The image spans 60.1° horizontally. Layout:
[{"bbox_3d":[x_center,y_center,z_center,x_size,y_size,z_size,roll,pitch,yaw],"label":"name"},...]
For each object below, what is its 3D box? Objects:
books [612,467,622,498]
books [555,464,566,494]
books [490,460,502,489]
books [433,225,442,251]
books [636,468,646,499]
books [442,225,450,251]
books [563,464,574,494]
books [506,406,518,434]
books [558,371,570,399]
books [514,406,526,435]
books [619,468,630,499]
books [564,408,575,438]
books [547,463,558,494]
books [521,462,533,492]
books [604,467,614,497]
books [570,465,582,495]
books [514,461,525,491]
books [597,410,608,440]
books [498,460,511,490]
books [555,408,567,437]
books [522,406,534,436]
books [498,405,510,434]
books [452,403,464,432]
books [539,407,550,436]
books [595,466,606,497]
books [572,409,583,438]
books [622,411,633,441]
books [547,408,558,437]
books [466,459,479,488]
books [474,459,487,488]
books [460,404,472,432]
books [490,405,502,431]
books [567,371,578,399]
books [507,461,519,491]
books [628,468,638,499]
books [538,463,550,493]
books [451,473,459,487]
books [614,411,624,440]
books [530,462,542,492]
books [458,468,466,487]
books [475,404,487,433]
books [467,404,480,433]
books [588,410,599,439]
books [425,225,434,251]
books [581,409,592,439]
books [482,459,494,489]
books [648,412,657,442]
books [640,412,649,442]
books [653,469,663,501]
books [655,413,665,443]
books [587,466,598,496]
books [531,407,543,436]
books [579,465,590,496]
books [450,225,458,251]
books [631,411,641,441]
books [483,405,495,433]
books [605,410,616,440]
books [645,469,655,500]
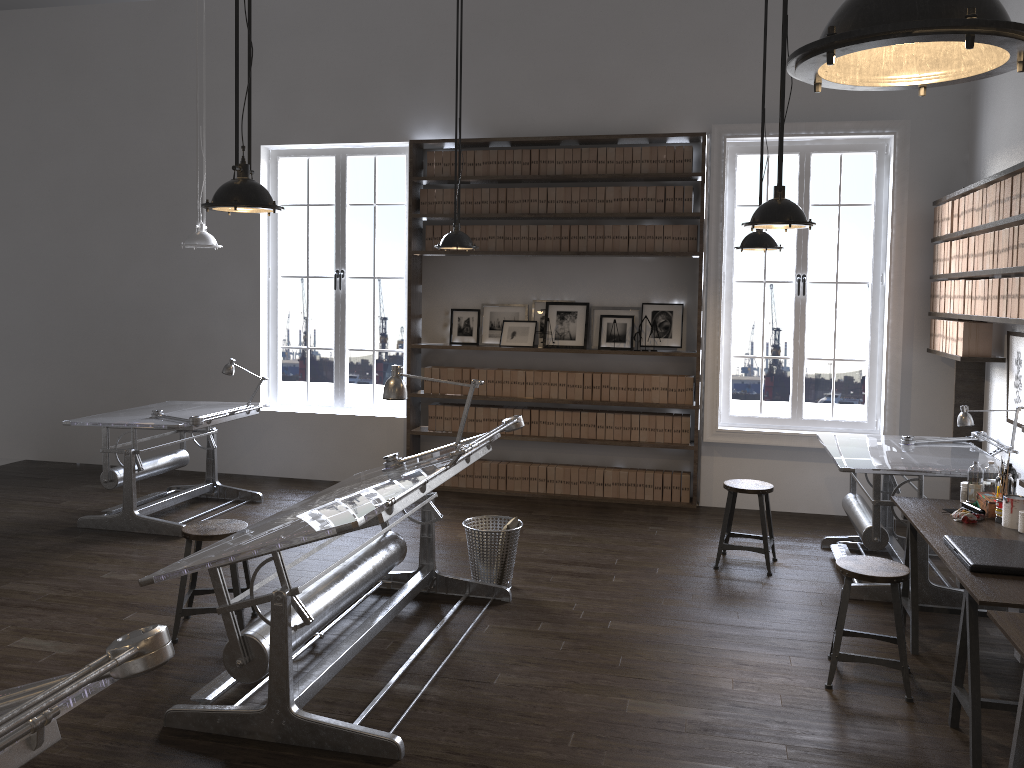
[{"bbox_3d":[0.879,0.826,7.435,0.067,0.225,0.175,2,4,13],"label":"books"},{"bbox_3d":[0.417,0.808,7.543,0.067,0.225,0.175,2,4,13],"label":"books"},{"bbox_3d":[-0.137,0.785,7.676,0.067,0.225,0.175,2,4,13],"label":"books"},{"bbox_3d":[-0.623,-1.259,7.690,0.067,0.225,0.175,2,4,13],"label":"books"},{"bbox_3d":[1.079,0.834,7.390,0.067,0.225,0.175,2,4,13],"label":"books"},{"bbox_3d":[-0.549,-1.256,7.678,0.067,0.225,0.175,2,4,13],"label":"books"},{"bbox_3d":[0.478,0.810,7.530,0.067,0.225,0.175,2,4,13],"label":"books"},{"bbox_3d":[0.000,0.311,7.621,0.067,0.225,0.175,2,4,13],"label":"books"},{"bbox_3d":[0.442,0.008,7.495,0.067,0.225,0.175,2,4,13],"label":"books"},{"bbox_3d":[0.068,0.314,7.601,0.067,0.225,0.175,2,4,13],"label":"books"},{"bbox_3d":[0.943,0.829,7.416,0.067,0.225,0.175,2,4,13],"label":"books"},{"bbox_3d":[0.486,0.330,7.508,0.067,0.225,0.175,2,4,13],"label":"books"},{"bbox_3d":[0.346,0.805,7.557,0.067,0.225,0.175,2,4,13],"label":"books"},{"bbox_3d":[0.132,0.797,7.606,0.067,0.225,0.175,2,4,13],"label":"books"},{"bbox_3d":[0.818,0.824,7.448,0.067,0.225,0.175,2,4,13],"label":"books"},{"bbox_3d":[0.542,0.813,7.510,0.067,0.225,0.175,2,4,13],"label":"books"},{"bbox_3d":[0.072,0.794,7.625,0.067,0.225,0.175,2,4,13],"label":"books"},{"bbox_3d":[0.757,0.341,7.436,0.067,0.225,0.175,2,4,13],"label":"books"},{"bbox_3d":[-0.065,0.789,7.654,0.067,0.225,0.175,2,4,13],"label":"books"},{"bbox_3d":[0.417,0.328,7.520,0.067,0.225,0.175,2,4,13],"label":"books"},{"bbox_3d":[0.138,0.316,7.589,0.067,0.225,0.175,2,4,13],"label":"books"},{"bbox_3d":[-0.069,0.308,7.637,0.067,0.225,0.175,2,4,13],"label":"books"},{"bbox_3d":[-0.467,0.292,7.732,0.067,0.225,0.175,2,4,13],"label":"books"},{"bbox_3d":[0.283,0.322,7.555,0.067,0.225,0.175,2,4,13],"label":"books"},{"bbox_3d":[0.747,0.821,7.463,0.067,0.225,0.175,2,4,13],"label":"books"},{"bbox_3d":[0.553,0.333,7.490,0.067,0.225,0.175,2,4,13],"label":"books"},{"bbox_3d":[0.964,0.349,7.393,0.067,0.225,0.175,2,4,13],"label":"books"},{"bbox_3d":[0.346,0.325,7.533,0.067,0.225,0.175,2,4,13],"label":"books"},{"bbox_3d":[-0.344,0.777,7.724,0.067,0.225,0.175,2,4,13],"label":"books"},{"bbox_3d":[-0.275,0.780,7.708,0.067,0.225,0.175,2,4,13],"label":"books"},{"bbox_3d":[-0.400,0.295,7.714,0.067,0.225,0.175,2,4,13],"label":"books"},{"bbox_3d":[-0.136,0.306,7.647,0.067,0.225,0.175,2,4,13],"label":"books"},{"bbox_3d":[0.512,0.011,7.479,0.067,0.225,0.175,2,4,13],"label":"books"},{"bbox_3d":[0.008,0.791,7.642,0.067,0.225,0.175,2,4,13],"label":"books"},{"bbox_3d":[1.010,0.831,7.406,0.067,0.225,0.175,2,4,13],"label":"books"},{"bbox_3d":[0.274,0.802,7.576,0.067,0.225,0.175,2,4,13],"label":"books"},{"bbox_3d":[-0.475,0.772,7.754,0.067,0.225,0.175,2,4,13],"label":"books"},{"bbox_3d":[0.897,0.346,7.411,0.067,0.225,0.175,2,4,13],"label":"books"},{"bbox_3d":[0.202,0.800,7.589,0.067,0.225,0.175,2,4,13],"label":"books"},{"bbox_3d":[-0.411,0.775,7.734,0.067,0.225,0.175,2,4,13],"label":"books"},{"bbox_3d":[-0.261,0.301,7.679,0.067,0.225,0.175,2,4,13],"label":"books"},{"bbox_3d":[-0.332,0.298,7.694,0.067,0.225,0.175,2,4,13],"label":"books"},{"bbox_3d":[0.686,0.339,7.453,0.067,0.225,0.175,2,4,13],"label":"books"},{"bbox_3d":[-0.694,-1.262,7.712,0.067,0.225,0.175,2,4,13],"label":"books"},{"bbox_3d":[0.626,0.336,7.472,0.067,0.225,0.175,2,4,13],"label":"books"},{"bbox_3d":[-0.207,0.783,7.688,0.067,0.225,0.175,2,4,13],"label":"books"},{"bbox_3d":[1.164,0.357,7.346,0.067,0.225,0.175,2,4,13],"label":"books"},{"bbox_3d":[1.103,0.355,7.358,0.067,0.225,0.175,2,4,13],"label":"books"},{"bbox_3d":[1.217,0.839,7.358,0.067,0.225,0.175,2,4,13],"label":"books"},{"bbox_3d":[1.228,0.360,7.326,0.067,0.225,0.175,2,4,13],"label":"books"},{"bbox_3d":[0.679,0.818,7.483,0.067,0.225,0.175,2,4,13],"label":"books"},{"bbox_3d":[0.210,0.319,7.566,0.067,0.225,0.175,2,4,13],"label":"books"},{"bbox_3d":[0.612,0.815,7.501,0.067,0.225,0.175,2,4,13],"label":"books"},{"bbox_3d":[-0.481,-1.253,7.657,0.067,0.225,0.175,2,4,13],"label":"books"},{"bbox_3d":[1.032,0.352,7.373,0.067,0.225,0.175,2,4,13],"label":"books"},{"bbox_3d":[-0.200,0.303,7.667,0.067,0.225,0.175,2,4,13],"label":"books"},{"bbox_3d":[0.828,0.344,7.423,0.067,0.225,0.175,2,4,13],"label":"books"},{"bbox_3d":[1.147,0.837,7.369,0.067,0.225,0.175,2,4,13],"label":"books"}]
